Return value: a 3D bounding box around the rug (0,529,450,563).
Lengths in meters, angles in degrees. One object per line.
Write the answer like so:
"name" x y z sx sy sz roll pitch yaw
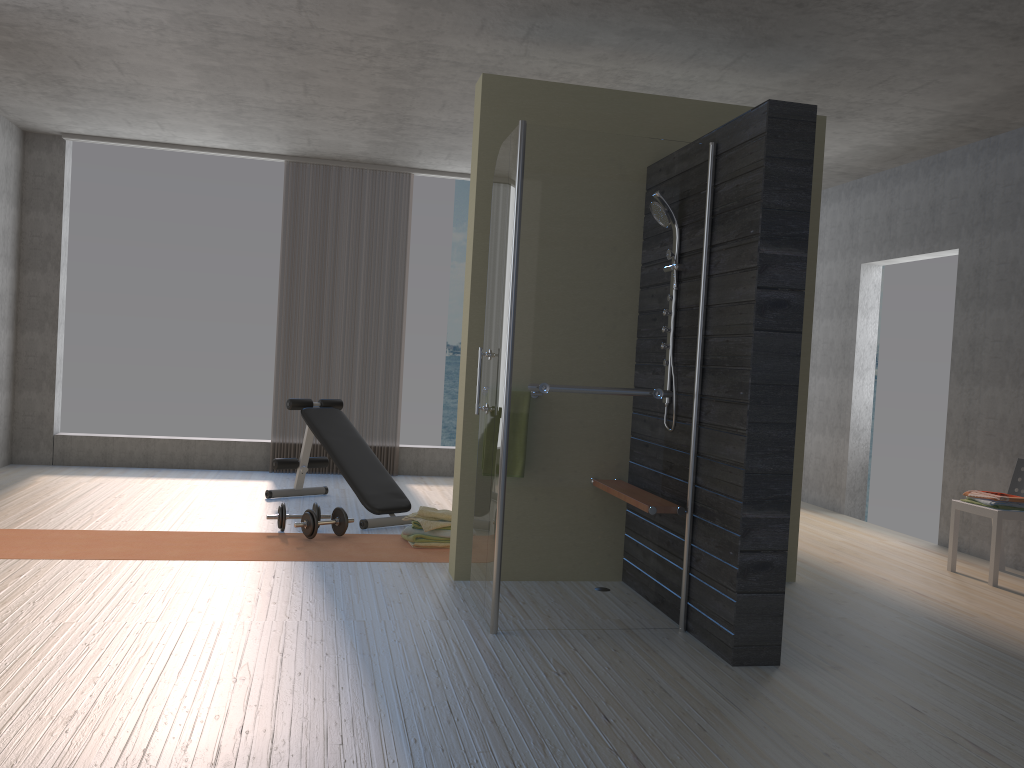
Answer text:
"rug" -1.556 0.894 4.910 2.779 0.002 0.716 3 2 -12

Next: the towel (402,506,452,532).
"towel" -0.430 0.786 5.293 0.384 0.123 0.373 2 2 -28

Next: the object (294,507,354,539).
"object" -1.103 0.817 5.226 0.385 0.176 0.176 2 2 -40

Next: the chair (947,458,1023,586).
"chair" 2.899 0.796 5.199 0.457 0.697 0.417 3 2 -13

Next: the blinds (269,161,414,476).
"blinds" -1.508 -0.562 7.897 1.133 2.744 0.069 3 2 -12

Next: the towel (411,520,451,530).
"towel" -0.416 0.841 5.316 0.376 0.085 0.371 3 2 -7

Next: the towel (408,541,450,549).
"towel" -0.434 0.925 5.280 0.376 0.044 0.371 3 2 -13

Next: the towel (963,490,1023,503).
"towel" 2.860 0.664 5.191 0.294 0.046 0.297 3 2 -12

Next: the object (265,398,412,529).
"object" -1.161 0.506 6.159 0.505 0.746 1.312 2 2 -43

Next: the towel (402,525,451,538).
"towel" -0.440 0.876 5.303 0.383 0.078 0.383 3 2 5

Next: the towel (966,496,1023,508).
"towel" 2.860 0.688 5.187 0.306 0.047 0.297 3 2 -8

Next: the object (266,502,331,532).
"object" -1.298 0.811 5.408 0.385 0.176 0.176 3 2 -21

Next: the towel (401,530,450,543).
"towel" -0.453 0.901 5.282 0.380 0.081 0.367 3 2 -14

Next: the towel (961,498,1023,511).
"towel" 2.851 0.707 5.192 0.307 0.038 0.297 3 2 -13
